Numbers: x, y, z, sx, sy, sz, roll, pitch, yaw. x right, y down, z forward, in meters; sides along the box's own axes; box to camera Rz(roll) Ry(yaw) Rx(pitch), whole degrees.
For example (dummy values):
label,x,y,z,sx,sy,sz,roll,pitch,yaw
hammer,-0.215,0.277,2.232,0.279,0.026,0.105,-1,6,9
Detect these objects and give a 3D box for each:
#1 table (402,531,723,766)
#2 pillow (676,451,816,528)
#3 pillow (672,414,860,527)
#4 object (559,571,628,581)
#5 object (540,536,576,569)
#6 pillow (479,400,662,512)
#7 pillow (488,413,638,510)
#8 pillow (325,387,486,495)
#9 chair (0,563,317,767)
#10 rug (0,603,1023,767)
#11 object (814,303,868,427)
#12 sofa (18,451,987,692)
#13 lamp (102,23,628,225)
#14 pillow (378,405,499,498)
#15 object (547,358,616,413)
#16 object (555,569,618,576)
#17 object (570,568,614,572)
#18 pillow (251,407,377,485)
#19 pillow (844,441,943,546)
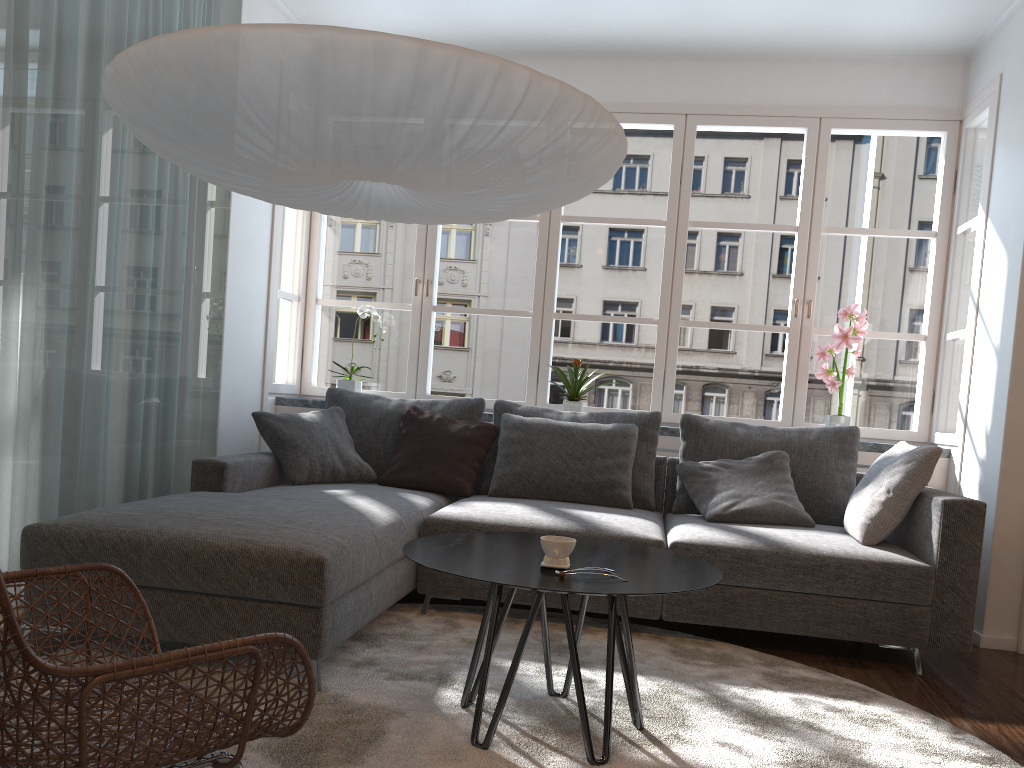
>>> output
label,x,y,z,sx,sy,sz,roll,pitch,yaw
table,0.114,0.701,2.383,0.846,0.474,0.846,4,0,11
pillow,1.023,0.447,3.901,0.492,0.322,0.443,4,0,-9
pillow,1.184,0.404,4.117,0.835,0.478,0.274,4,2,9
object,0.195,0.457,2.105,0.168,0.015,0.015,4,1,-4
object,0.106,0.425,2.219,0.091,0.069,0.139,4,0,21
pillow,0.286,0.337,4.267,0.838,0.476,0.276,4,2,9
pillow,0.248,0.358,4.130,0.666,0.398,0.291,4,2,9
pillow,-0.573,0.277,4.389,0.835,0.479,0.274,4,2,9
chair,-0.820,0.486,1.598,0.715,0.711,0.686,5,1,41
rug,-0.046,0.920,2.320,2.840,0.012,2.830,5,-1,-11
object,1.667,-0.061,4.498,0.201,0.693,0.296,4,3,-12
sofa,0.176,0.628,3.412,3.064,0.673,2.038,4,-1,9
lamp,-0.403,-0.650,2.606,1.472,0.210,1.465,5,-1,-44
pillow,-0.348,0.314,4.198,0.520,0.404,0.310,4,2,11
object,0.361,0.026,4.696,0.376,0.329,0.321,4,1,-16
object,0.183,0.456,2.146,0.164,0.016,0.025,5,0,-16
object,0.200,0.461,2.201,0.124,0.010,0.026,5,-1,-25
pillow,-0.920,0.283,4.141,0.516,0.360,0.345,4,1,-42
pillow,1.511,0.436,3.602,0.286,0.415,0.493,5,1,8
